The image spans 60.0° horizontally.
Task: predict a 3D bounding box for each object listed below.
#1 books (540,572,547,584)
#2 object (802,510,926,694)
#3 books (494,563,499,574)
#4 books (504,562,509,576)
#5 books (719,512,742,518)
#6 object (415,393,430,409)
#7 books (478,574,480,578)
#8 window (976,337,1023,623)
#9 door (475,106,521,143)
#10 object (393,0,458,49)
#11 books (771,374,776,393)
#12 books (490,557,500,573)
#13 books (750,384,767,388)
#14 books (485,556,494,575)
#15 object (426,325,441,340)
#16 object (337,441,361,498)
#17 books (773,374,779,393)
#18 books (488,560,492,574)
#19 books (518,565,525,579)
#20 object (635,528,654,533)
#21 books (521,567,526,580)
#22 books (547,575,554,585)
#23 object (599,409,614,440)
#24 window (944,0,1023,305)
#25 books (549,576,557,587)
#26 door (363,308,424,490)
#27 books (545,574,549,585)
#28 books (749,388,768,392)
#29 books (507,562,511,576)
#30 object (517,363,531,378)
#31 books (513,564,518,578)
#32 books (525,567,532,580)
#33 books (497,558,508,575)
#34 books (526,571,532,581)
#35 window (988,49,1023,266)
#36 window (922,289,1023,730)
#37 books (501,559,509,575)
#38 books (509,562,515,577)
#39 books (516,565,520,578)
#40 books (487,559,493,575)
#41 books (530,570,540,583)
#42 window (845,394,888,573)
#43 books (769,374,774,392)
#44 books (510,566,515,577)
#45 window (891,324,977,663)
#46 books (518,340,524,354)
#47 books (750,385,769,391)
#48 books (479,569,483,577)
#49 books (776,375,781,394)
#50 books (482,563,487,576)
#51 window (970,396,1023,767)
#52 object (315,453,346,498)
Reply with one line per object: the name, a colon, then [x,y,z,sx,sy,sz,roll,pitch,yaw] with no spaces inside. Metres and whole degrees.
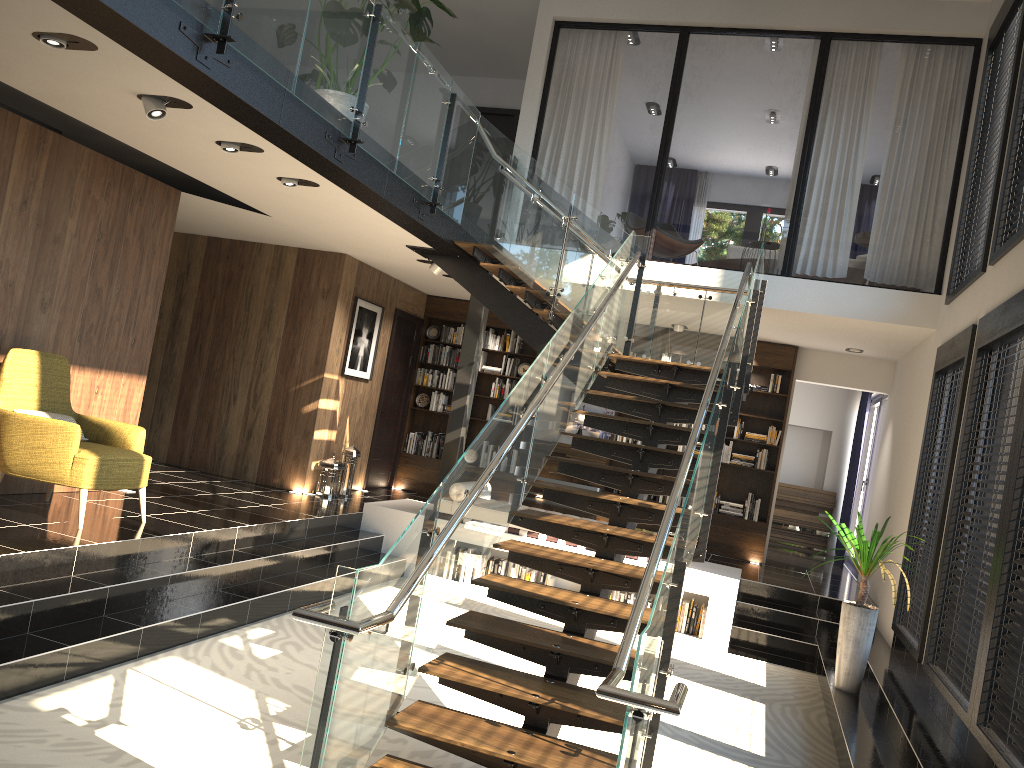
books: [0.306,1.967,8.759,0.030,0.284,0.177,10,-2,17]
object: [2.622,1.642,6.709,0.876,1.337,0.830,10,-2,6]
books: [-0.146,1.917,8.878,0.050,0.234,0.149,10,-2,17]
books: [-0.048,1.915,8.858,0.029,0.271,0.129,10,-2,17]
books: [2.702,1.617,10.970,0.273,0.025,0.156,9,-2,14]
object: [-1.231,0.232,12.223,0.212,0.222,0.083,9,-2,16]
books: [-0.319,1.868,8.889,0.021,0.270,0.148,10,-2,17]
window: [3.097,0.734,5.405,0.005,2.296,1.314,10,-2,17]
door: [-0.518,-2.629,12.155,0.930,2.346,0.104,10,-2,16]
object: [-1.189,-2.557,6.824,1.464,1.553,1.261,10,-2,5]
books: [3.237,-0.001,10.969,0.023,0.238,0.179,10,-2,17]
books: [-0.182,1.886,8.877,0.028,0.282,0.173,10,-2,17]
books: [3.049,0.029,11.037,0.246,0.021,0.148,9,-2,16]
books: [-0.236,1.878,8.935,0.025,0.285,0.137,10,-2,17]
object: [-1.086,-0.704,12.228,0.212,0.222,0.083,9,-2,16]
object: [-1.868,0.972,10.153,0.182,0.642,0.182,10,-2,17]
books: [3.253,0.005,10.922,0.036,0.228,0.199,10,-2,17]
books: [-0.204,1.894,8.891,0.019,0.261,0.183,10,-2,17]
books: [0.088,1.926,8.801,0.023,0.293,0.157,10,-2,17]
object: [1.131,1.707,8.937,0.466,0.510,1.168,9,-2,16]
books: [0.116,1.952,8.807,0.034,0.252,0.151,10,-2,17]
books: [0.368,1.990,8.730,0.020,0.257,0.154,10,-2,17]
object: [1.621,0.724,15.046,0.271,0.860,0.270,9,-2,31]
window: [3.978,-1.944,7.075,0.358,2.474,1.394,10,-2,17]
books: [0.388,2.014,8.723,0.030,0.218,0.186,10,-2,17]
door: [-1.580,0.226,11.689,0.104,2.346,0.932,10,-2,17]
books: [0.344,1.990,8.765,0.045,0.251,0.142,10,-2,17]
books: [3.037,0.074,11.021,0.285,0.025,0.176,9,-2,17]
books: [-0.020,1.901,8.850,0.023,0.308,0.126,10,-2,17]
object: [0.172,-0.178,11.834,0.212,0.222,0.083,9,-2,16]
books: [0.047,1.913,8.815,0.026,0.305,0.187,10,-2,17]
books: [0.155,1.937,8.808,0.036,0.293,0.128,10,-2,17]
books: [-0.107,1.890,8.845,0.033,0.299,0.196,10,-2,17]
books: [0.168,1.969,8.756,0.028,0.232,0.206,10,-2,17]
window: [3.540,-2.082,5.545,0.358,2.474,1.394,10,-2,17]
window: [3.033,0.724,5.433,0.358,2.474,1.500,10,-2,17]
books: [-0.076,1.899,8.849,0.025,0.293,0.205,10,-2,17]
books: [-0.002,1.914,8.835,0.025,0.287,0.169,10,-2,17]
books: [0.068,1.916,8.803,0.020,0.305,0.172,10,-2,17]
books: [-0.220,1.893,8.913,0.023,0.260,0.133,10,-2,17]
books: [0.209,1.963,8.753,0.050,0.258,0.216,10,-2,17]
window: [4.958,1.339,12.255,0.184,2.475,2.984,10,-2,17]
books: [3.210,-0.002,10.973,0.030,0.231,0.177,10,-2,17]
books: [0.013,1.936,8.805,0.027,0.246,0.193,10,-2,17]
window: [3.481,0.869,7.002,0.358,2.474,1.394,10,-2,17]
books: [0.116,-0.490,11.936,0.022,0.195,0.136,10,-2,17]
books: [3.039,0.049,11.015,0.288,0.025,0.176,10,-2,12]
books: [-0.292,1.861,8.906,0.020,0.295,0.102,10,-2,17]
books: [3.288,0.012,10.931,0.028,0.226,0.165,10,-2,17]
books: [-0.263,1.893,8.943,0.026,0.246,0.149,10,-2,17]
window: [2.622,0.595,3.999,0.358,2.474,1.500,10,-2,17]
object: [-2.040,1.015,9.958,0.262,0.483,0.262,10,-2,17]
